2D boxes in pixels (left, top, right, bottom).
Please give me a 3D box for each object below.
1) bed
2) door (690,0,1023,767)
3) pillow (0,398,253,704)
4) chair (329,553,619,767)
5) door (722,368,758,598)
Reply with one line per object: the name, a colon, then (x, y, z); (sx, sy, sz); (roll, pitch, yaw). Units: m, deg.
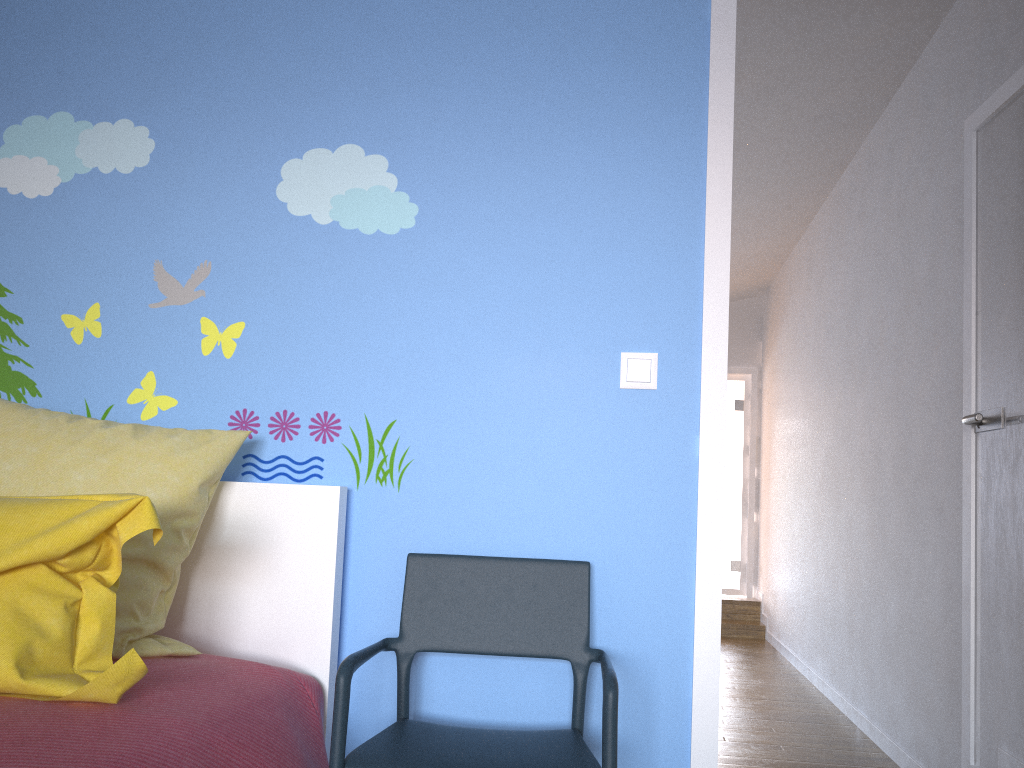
bed: (-1.286, 0.453, 0.884); (1.925, 0.807, 2.330); (2, -7, 7)
door: (0.980, 0.078, 2.329); (1.033, 2.119, 1.003); (2, -5, 7)
pillow: (-1.193, 0.260, 1.685); (1.344, 0.529, 0.683); (1, -6, 9)
chair: (-0.055, 0.678, 1.682); (0.512, 0.671, 0.418); (2, -5, 4)
door: (1.751, 0.906, 8.347); (1.033, 2.119, 0.163); (2, -4, 7)
